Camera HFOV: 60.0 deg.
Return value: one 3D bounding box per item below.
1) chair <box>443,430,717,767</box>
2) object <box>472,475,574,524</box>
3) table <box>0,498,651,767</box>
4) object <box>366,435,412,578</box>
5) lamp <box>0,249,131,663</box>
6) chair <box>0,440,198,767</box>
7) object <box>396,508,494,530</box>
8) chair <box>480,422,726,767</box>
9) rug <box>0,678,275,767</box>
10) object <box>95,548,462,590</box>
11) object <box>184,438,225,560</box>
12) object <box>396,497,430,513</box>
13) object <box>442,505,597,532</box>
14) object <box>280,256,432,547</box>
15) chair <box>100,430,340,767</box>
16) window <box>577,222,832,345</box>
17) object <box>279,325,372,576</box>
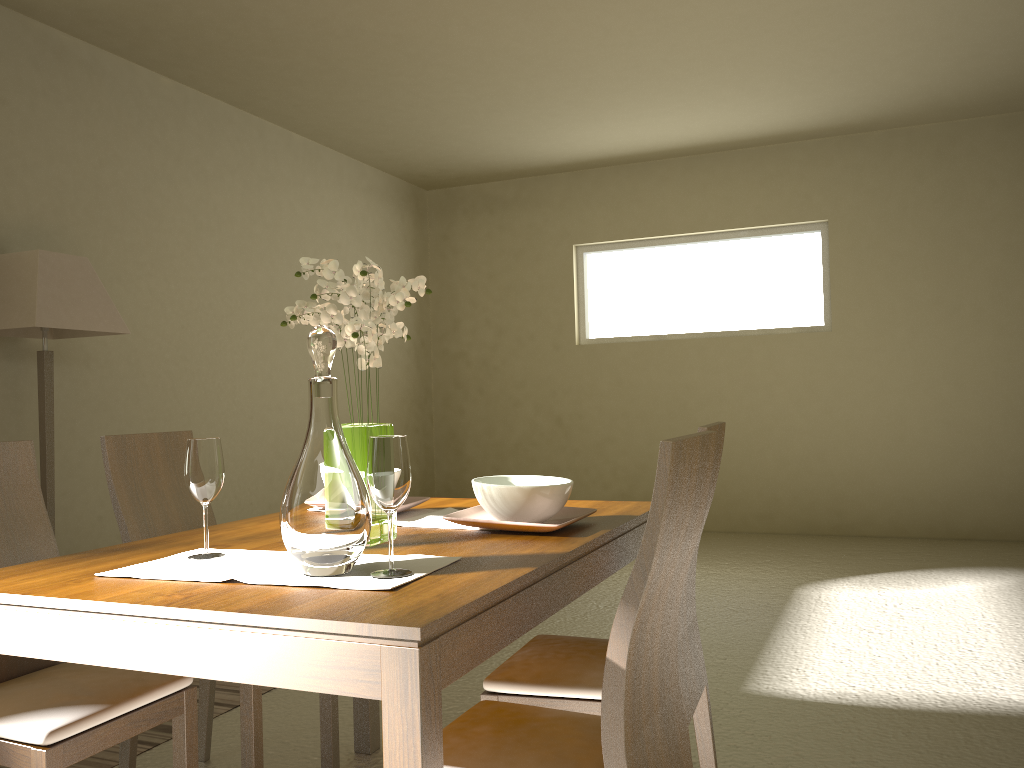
[{"bbox_3d":[0.087,0.600,1.548,0.507,1.017,0.404,-2,-1,24],"label":"chair"},{"bbox_3d":[0.026,0.269,2.030,0.232,0.107,0.233,-2,-1,34],"label":"object"},{"bbox_3d":[-0.295,0.733,1.989,1.000,0.790,1.411,-2,-1,23],"label":"table"},{"bbox_3d":[-0.206,0.204,1.494,0.075,0.232,0.075,-1,-1,-19],"label":"object"},{"bbox_3d":[-2.060,0.321,3.932,0.499,1.782,0.499,-2,-1,23],"label":"lamp"},{"bbox_3d":[-1.046,0.640,1.977,0.507,1.017,0.404,-2,-1,23],"label":"chair"},{"bbox_3d":[-0.228,0.335,2.248,0.589,0.010,0.287,-2,-1,26],"label":"object"},{"bbox_3d":[0.234,0.605,2.055,0.507,1.017,0.404,-2,-1,20],"label":"chair"},{"bbox_3d":[-1.461,1.182,3.197,0.843,0.010,1.613,-2,-1,23],"label":"rug"},{"bbox_3d":[-0.417,0.329,1.612,0.589,0.010,0.287,-2,-1,20],"label":"object"},{"bbox_3d":[-0.602,0.223,1.739,0.075,0.232,0.075,-1,-1,-19],"label":"object"},{"bbox_3d":[-0.390,0.325,2.303,0.283,0.033,0.283,-2,-1,17],"label":"object"},{"bbox_3d":[0.024,0.309,2.031,0.283,0.041,0.283,-2,-1,22],"label":"object"},{"bbox_3d":[-0.334,0.033,1.887,0.304,0.608,0.302,-2,-1,26],"label":"object"},{"bbox_3d":[-0.829,0.645,2.527,0.507,1.017,0.404,-2,-1,20],"label":"chair"},{"bbox_3d":[1.513,-0.780,7.188,2.025,0.848,0.100,-2,-1,23],"label":"window"},{"bbox_3d":[-0.324,0.111,1.534,0.156,0.426,0.156,-1,-1,-26],"label":"object"}]
